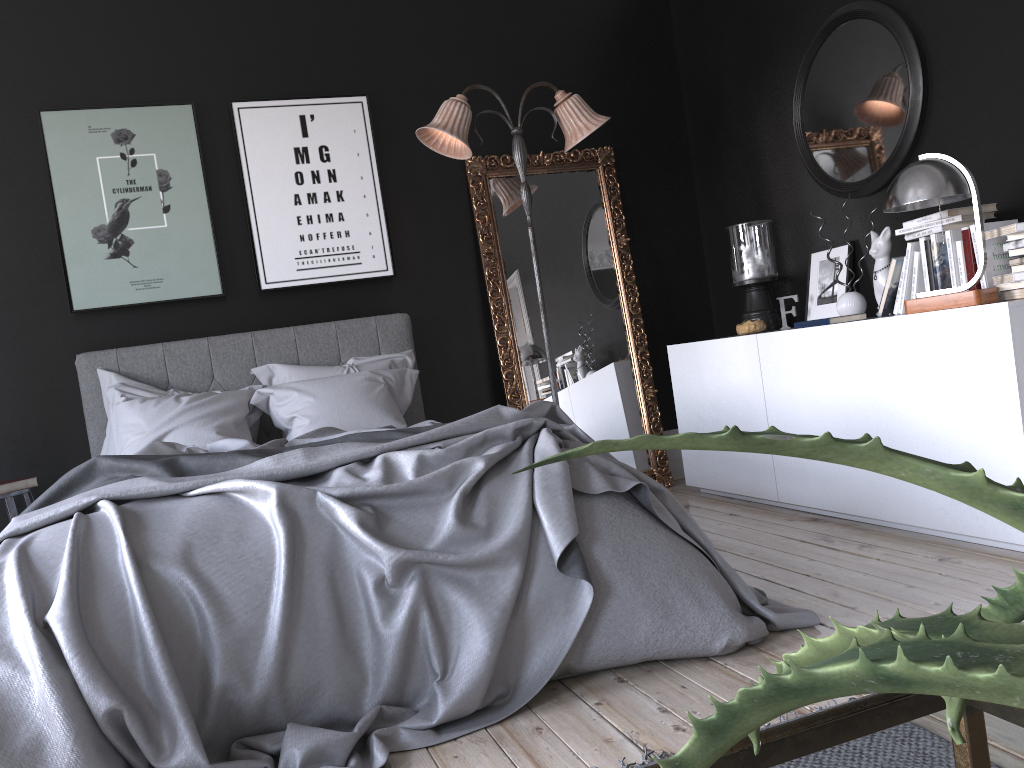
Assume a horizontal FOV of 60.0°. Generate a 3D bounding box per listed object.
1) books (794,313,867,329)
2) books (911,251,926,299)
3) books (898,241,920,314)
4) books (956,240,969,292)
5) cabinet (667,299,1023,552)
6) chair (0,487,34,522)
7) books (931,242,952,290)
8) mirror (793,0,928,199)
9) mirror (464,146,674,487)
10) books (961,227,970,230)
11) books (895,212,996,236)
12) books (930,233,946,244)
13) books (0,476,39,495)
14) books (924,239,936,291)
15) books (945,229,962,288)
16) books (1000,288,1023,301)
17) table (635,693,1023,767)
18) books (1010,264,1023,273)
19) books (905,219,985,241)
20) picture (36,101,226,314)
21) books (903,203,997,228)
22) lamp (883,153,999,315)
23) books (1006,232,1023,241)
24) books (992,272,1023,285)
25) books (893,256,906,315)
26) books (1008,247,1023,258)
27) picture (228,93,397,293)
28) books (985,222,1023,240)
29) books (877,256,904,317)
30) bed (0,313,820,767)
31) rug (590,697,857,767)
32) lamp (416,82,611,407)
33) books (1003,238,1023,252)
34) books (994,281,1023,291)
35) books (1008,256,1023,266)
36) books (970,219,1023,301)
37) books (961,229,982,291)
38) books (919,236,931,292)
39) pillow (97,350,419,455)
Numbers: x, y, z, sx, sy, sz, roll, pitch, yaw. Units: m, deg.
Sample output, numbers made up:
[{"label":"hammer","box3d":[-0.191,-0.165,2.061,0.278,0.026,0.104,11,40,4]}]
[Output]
[{"label":"books","box3d":[1.434,-0.285,3.999,0.193,0.030,0.289,-9,2,-12]},{"label":"books","box3d":[1.797,-0.447,3.796,0.195,0.256,0.091,-9,3,-18]},{"label":"books","box3d":[1.782,-0.466,3.826,0.220,0.296,0.126,-9,3,-18]},{"label":"books","box3d":[1.876,-0.453,3.553,0.195,0.259,0.026,-9,3,-18]},{"label":"cabinet","box3d":[1.618,0.144,4.211,0.570,0.883,2.397,-9,2,-18]},{"label":"chair","box3d":[-2.402,0.848,4.125,0.614,0.673,0.612,-7,2,26]},{"label":"books","box3d":[1.812,-0.449,3.617,0.204,0.270,0.029,-9,3,-18]},{"label":"mirror","box3d":[1.676,-1.387,4.374,0.061,0.925,0.924,-9,2,-18]},{"label":"mirror","box3d":[0.366,-0.368,5.488,0.990,2.194,0.254,-9,3,-18]},{"label":"books","box3d":[1.906,-0.480,3.532,0.221,0.307,0.030,-9,3,-18]},{"label":"books","box3d":[1.797,-0.665,3.684,0.220,0.024,0.307,-9,2,-28]},{"label":"books","box3d":[1.838,-0.474,3.653,0.220,0.307,0.024,-9,3,-18]},{"label":"books","box3d":[-2.444,0.492,4.111,0.346,0.045,0.275,-8,2,12]},{"label":"books","box3d":[1.808,-0.462,3.672,0.192,0.290,0.030,-9,3,-18]},{"label":"books","box3d":[1.862,-0.475,3.578,0.220,0.307,0.024,-9,3,-18]},{"label":"books","box3d":[1.970,-0.347,3.208,0.295,0.038,0.234,-8,2,9]},{"label":"table","box3d":[0.199,0.622,0.044,1.091,0.559,1.449,-9,2,-18]},{"label":"books","box3d":[1.970,-0.438,3.247,0.203,0.029,0.268,-7,2,42]},{"label":"books","box3d":[1.800,-0.640,3.692,0.195,0.026,0.258,-9,2,-8]},{"label":"picture","box3d":[-2.044,-0.964,4.790,0.791,1.079,0.014,-9,3,-18]},{"label":"books","box3d":[1.818,-0.696,3.692,0.220,0.030,0.306,-9,2,-8]},{"label":"lamp","box3d":[1.602,-0.575,3.356,0.328,0.591,0.341,-10,3,-38]},{"label":"books","box3d":[1.978,-0.557,3.242,0.307,0.024,0.220,-10,2,-43]},{"label":"books","box3d":[1.966,-0.408,3.243,0.318,0.031,0.229,-8,2,12]},{"label":"books","box3d":[1.773,-0.439,3.873,0.195,0.245,0.132,-9,2,-18]},{"label":"books","box3d":[1.961,-0.497,3.239,0.289,0.030,0.193,-10,2,-44]},{"label":"picture","box3d":[-1.132,-1.106,5.086,0.791,1.079,0.014,-9,3,-18]},{"label":"books","box3d":[1.934,-0.578,3.235,0.306,0.030,0.220,-8,2,2]},{"label":"books","box3d":[1.731,-0.435,3.904,0.202,0.246,0.158,-9,2,-18]},{"label":"bed","box3d":[-0.981,0.335,3.499,2.761,1.299,3.285,-9,2,-29]},{"label":"rug","box3d":[0.366,0.864,0.147,2.104,0.050,3.645,-9,2,-17]},{"label":"lamp","box3d":[0.163,-0.438,4.862,0.987,2.413,0.771,-8,3,15]},{"label":"books","box3d":[1.963,-0.528,3.234,0.221,0.030,0.306,-8,2,12]},{"label":"books","box3d":[1.971,-0.379,3.216,0.319,0.025,0.228,-9,2,-8]},{"label":"books","box3d":[1.971,-0.469,3.254,0.193,0.030,0.289,-8,2,13]},{"label":"books","box3d":[1.904,-0.478,3.450,0.220,0.308,0.050,-9,3,-18]},{"label":"books","box3d":[1.894,-0.472,3.491,0.235,0.295,0.038,-9,3,-18]},{"label":"books","box3d":[1.836,-0.476,3.746,0.221,0.307,0.030,-9,3,-18]},{"label":"pillow","box3d":[-1.297,0.166,4.565,1.828,0.760,0.680,-9,2,-18]}]
